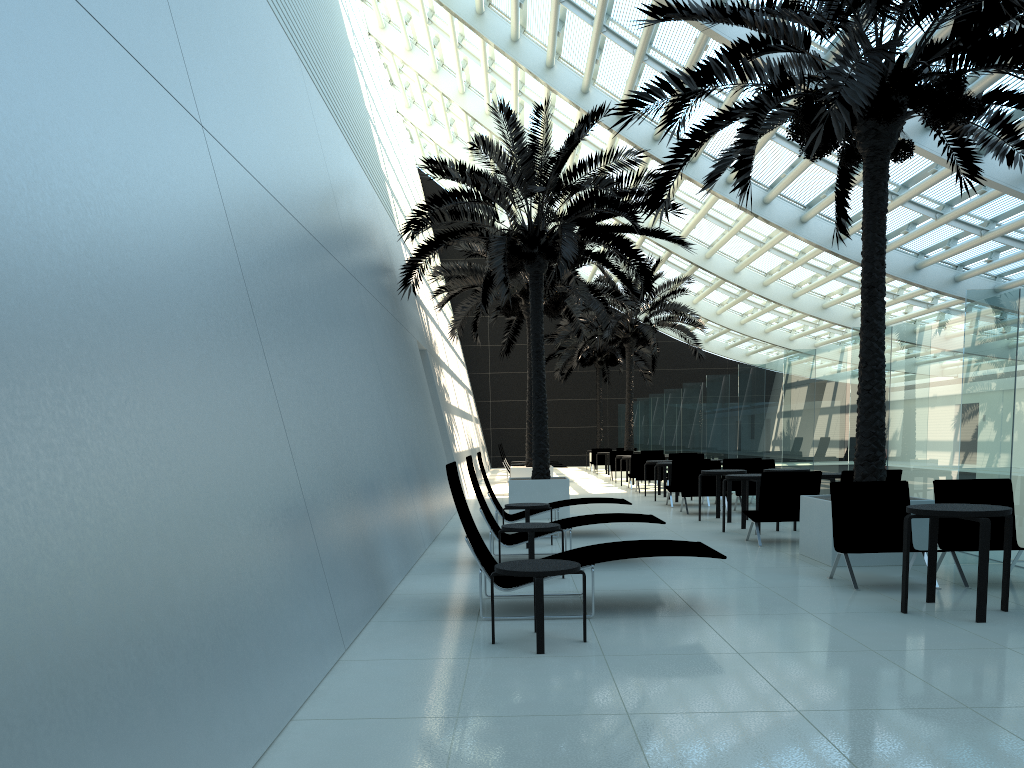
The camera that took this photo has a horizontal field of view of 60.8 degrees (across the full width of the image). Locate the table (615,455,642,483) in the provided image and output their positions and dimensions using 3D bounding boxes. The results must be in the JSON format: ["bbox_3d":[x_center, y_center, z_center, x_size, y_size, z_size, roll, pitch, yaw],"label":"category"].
[{"bbox_3d":[3.305,2.418,24.698,0.678,0.788,0.674,1,3,38],"label":"table"}]

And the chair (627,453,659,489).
[{"bbox_3d":[3.315,2.199,22.084,0.716,0.896,0.880,-1,2,0],"label":"chair"}]

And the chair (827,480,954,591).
[{"bbox_3d":[3.245,1.300,7.525,0.716,0.896,0.880,-1,2,0],"label":"chair"}]

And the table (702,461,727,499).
[{"bbox_3d":[4.238,1.961,17.620,0.678,0.788,0.675,1,3,43],"label":"table"}]

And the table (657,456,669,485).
[{"bbox_3d":[4.260,2.309,23.262,0.678,0.788,0.675,1,3,43],"label":"table"}]

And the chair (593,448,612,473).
[{"bbox_3d":[3.337,2.791,31.660,0.716,0.896,0.880,-1,2,0],"label":"chair"}]

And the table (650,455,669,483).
[{"bbox_3d":[4.274,2.398,24.692,0.678,0.788,0.674,1,3,38],"label":"table"}]

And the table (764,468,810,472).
[{"bbox_3d":[4.232,1.703,13.444,0.678,0.788,0.674,1,3,38],"label":"table"}]

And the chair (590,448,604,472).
[{"bbox_3d":[3.358,2.896,33.357,0.716,0.896,0.880,-1,2,0],"label":"chair"}]

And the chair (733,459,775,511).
[{"bbox_3d":[4.205,1.726,14.728,0.716,0.896,0.880,-1,2,0],"label":"chair"}]

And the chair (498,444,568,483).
[{"bbox_3d":[0.624,2.363,26.136,2.036,1.169,0.913,-1,3,0],"label":"chair"}]

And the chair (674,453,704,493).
[{"bbox_3d":[4.226,2.076,20.382,0.716,0.896,0.880,-1,2,0],"label":"chair"}]

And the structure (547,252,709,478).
[{"bbox_3d":[3.695,-0.511,27.788,4.820,7.090,4.397,-2,4,-6],"label":"structure"}]

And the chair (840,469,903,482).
[{"bbox_3d":[4.204,1.473,10.644,0.716,0.896,0.880,-1,2,0],"label":"chair"}]

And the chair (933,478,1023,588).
[{"bbox_3d":[4.178,1.281,7.519,0.716,0.896,0.880,-1,2,0],"label":"chair"}]

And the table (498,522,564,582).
[{"bbox_3d":[0.181,1.592,8.252,0.553,0.522,0.550,0,2,43],"label":"table"}]

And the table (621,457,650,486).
[{"bbox_3d":[3.290,2.329,23.268,0.678,0.788,0.675,1,3,43],"label":"table"}]

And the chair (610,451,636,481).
[{"bbox_3d":[3.315,2.440,25.969,0.716,0.896,0.880,-1,2,0],"label":"chair"}]

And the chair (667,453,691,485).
[{"bbox_3d":[4.247,2.180,22.078,0.716,0.896,0.880,-1,2,0],"label":"chair"}]

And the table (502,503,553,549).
[{"bbox_3d":[0.190,1.751,10.823,0.553,0.522,0.550,0,2,43],"label":"table"}]

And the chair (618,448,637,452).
[{"bbox_3d":[4.269,2.772,31.654,0.716,0.896,0.880,-1,2,0],"label":"chair"}]

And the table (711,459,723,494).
[{"bbox_3d":[4.253,2.051,19.086,0.678,0.788,0.674,1,3,38],"label":"table"}]

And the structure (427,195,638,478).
[{"bbox_3d":[0.310,-0.838,20.393,4.280,6.963,4.591,2,5,34],"label":"structure"}]

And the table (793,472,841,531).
[{"bbox_3d":[4.216,1.603,11.827,0.678,0.788,0.675,1,3,43],"label":"table"}]

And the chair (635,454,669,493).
[{"bbox_3d":[3.294,2.095,20.388,0.716,0.896,0.880,-1,2,0],"label":"chair"}]

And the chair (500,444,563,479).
[{"bbox_3d":[0.634,2.522,28.708,2.036,1.169,0.913,-1,3,0],"label":"chair"}]

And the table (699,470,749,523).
[{"bbox_3d":[3.262,1.723,13.450,0.678,0.788,0.674,1,3,38],"label":"table"}]

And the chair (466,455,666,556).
[{"bbox_3d":[0.561,1.327,9.373,2.036,1.169,0.913,-1,3,0],"label":"chair"}]

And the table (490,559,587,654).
[{"bbox_3d":[0.171,1.433,5.680,0.553,0.522,0.550,0,2,43],"label":"table"}]

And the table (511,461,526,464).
[{"bbox_3d":[0.264,2.951,30.239,0.553,0.522,0.550,0,2,43],"label":"table"}]

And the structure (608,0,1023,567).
[{"bbox_3d":[3.628,-1.694,8.648,4.821,7.090,4.396,0,4,19],"label":"structure"}]

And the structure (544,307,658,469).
[{"bbox_3d":[3.752,-0.008,35.930,4.444,7.088,4.772,-3,4,-21],"label":"structure"}]

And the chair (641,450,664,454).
[{"bbox_3d":[4.248,2.420,25.963,0.716,0.896,0.880,-1,2,0],"label":"chair"}]

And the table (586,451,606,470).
[{"bbox_3d":[3.333,3.026,34.540,0.675,0.788,0.677,-3,3,-42],"label":"table"}]

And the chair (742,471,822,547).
[{"bbox_3d":[3.272,1.493,10.650,0.716,0.896,0.880,-1,2,0],"label":"chair"}]

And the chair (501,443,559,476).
[{"bbox_3d":[0.644,2.686,31.360,2.036,1.169,0.913,-1,3,0],"label":"chair"}]

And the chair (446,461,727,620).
[{"bbox_3d":[0.551,1.168,6.801,2.036,1.169,0.913,-1,3,0],"label":"chair"}]

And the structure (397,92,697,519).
[{"bbox_3d":[0.493,-1.182,14.396,4.629,6.902,4.244,-3,4,-21],"label":"structure"}]

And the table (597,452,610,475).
[{"bbox_3d":[3.326,2.768,30.364,0.678,0.788,0.674,1,3,38],"label":"table"}]

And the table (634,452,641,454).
[{"bbox_3d":[4.296,2.748,30.358,0.678,0.788,0.674,1,3,38],"label":"table"}]

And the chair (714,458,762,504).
[{"bbox_3d":[4.226,1.831,16.437,0.716,0.896,0.880,-1,2,0],"label":"chair"}]

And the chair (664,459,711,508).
[{"bbox_3d":[3.294,1.851,16.443,0.716,0.896,0.880,-1,2,0],"label":"chair"}]

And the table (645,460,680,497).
[{"bbox_3d":[3.284,2.071,19.092,0.678,0.788,0.674,1,3,38],"label":"table"}]

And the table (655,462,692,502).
[{"bbox_3d":[3.269,1.981,17.626,0.678,0.788,0.675,1,3,43],"label":"table"}]

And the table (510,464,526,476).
[{"bbox_3d":[0.254,2.787,27.587,0.553,0.522,0.550,0,2,43],"label":"table"}]

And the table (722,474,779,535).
[{"bbox_3d":[3.247,1.623,11.833,0.678,0.788,0.675,1,3,43],"label":"table"}]

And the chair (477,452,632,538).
[{"bbox_3d":[0.571,1.486,11.944,2.036,1.169,0.913,-1,3,0],"label":"chair"}]

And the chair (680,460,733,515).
[{"bbox_3d":[3.273,1.745,14.734,0.716,0.896,0.880,-1,2,0],"label":"chair"}]

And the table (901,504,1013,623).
[{"bbox_3d":[3.235,1.284,6.356,0.675,0.788,0.677,-3,3,-42],"label":"table"}]

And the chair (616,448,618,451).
[{"bbox_3d":[4.290,2.877,33.351,0.716,0.896,0.880,-1,2,0],"label":"chair"}]
